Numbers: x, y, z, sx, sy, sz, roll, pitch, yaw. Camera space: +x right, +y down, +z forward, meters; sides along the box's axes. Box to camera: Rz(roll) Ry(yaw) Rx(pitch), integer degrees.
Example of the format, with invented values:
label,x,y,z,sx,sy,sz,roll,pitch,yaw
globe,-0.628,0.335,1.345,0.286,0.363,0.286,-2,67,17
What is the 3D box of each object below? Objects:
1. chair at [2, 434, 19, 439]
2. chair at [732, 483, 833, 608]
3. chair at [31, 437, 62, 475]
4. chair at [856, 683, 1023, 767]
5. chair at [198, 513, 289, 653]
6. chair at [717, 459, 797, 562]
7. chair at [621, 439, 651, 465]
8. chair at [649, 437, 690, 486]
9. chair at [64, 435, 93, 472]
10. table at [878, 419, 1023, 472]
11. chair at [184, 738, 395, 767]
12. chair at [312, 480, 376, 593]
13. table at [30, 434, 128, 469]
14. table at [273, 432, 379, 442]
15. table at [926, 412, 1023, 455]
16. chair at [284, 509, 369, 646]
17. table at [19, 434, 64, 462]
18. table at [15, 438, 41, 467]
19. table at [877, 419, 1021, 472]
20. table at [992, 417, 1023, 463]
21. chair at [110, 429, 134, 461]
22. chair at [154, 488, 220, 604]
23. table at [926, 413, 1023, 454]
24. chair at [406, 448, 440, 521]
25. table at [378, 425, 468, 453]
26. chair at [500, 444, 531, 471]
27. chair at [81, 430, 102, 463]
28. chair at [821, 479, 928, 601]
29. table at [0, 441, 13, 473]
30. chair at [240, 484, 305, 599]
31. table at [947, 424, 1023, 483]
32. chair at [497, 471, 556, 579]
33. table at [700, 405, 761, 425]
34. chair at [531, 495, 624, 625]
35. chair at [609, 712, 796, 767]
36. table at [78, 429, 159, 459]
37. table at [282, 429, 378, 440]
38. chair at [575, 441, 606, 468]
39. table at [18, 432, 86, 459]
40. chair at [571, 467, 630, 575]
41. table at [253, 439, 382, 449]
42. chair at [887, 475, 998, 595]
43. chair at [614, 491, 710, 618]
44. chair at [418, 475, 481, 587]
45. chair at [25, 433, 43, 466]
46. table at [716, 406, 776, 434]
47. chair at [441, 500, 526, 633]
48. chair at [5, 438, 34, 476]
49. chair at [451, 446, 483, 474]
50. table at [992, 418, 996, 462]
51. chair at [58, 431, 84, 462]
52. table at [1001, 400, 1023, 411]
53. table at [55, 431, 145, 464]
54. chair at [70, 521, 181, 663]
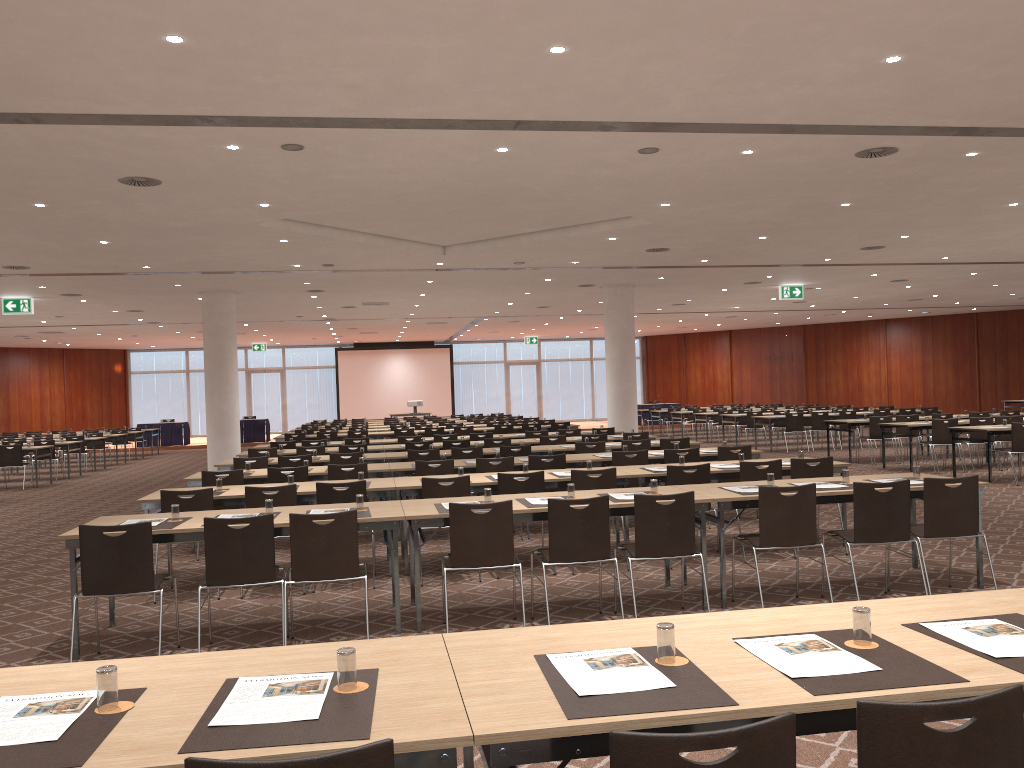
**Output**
label,x,y,z,sx,sy,sz,roll,pitch,yaw
chair,-14.436,1.903,25.676,0.535,0.939,0.614,-2,0,-7
chair,1.978,1.194,6.553,0.535,0.939,0.614,-2,0,-7
chair,-11.533,1.775,21.954,0.535,0.939,0.614,-2,0,-12
chair,1.000,1.197,2.254,0.535,0.939,0.614,-2,0,-10
chair,-1.784,1.320,5.896,0.535,0.939,0.614,-2,0,-12
chair,2.350,1.195,8.597,0.535,0.939,0.614,-2,0,-12
chair,1.722,1.246,12.590,0.535,0.939,0.614,-2,0,-11
chair,2.285,1.227,12.640,0.535,0.939,0.614,-2,0,-7
chair,-10.879,1.754,22.203,0.535,0.939,0.614,-2,0,-11
table,8.007,1.106,16.206,2.267,0.833,0.953,-2,0,-9
chair,-0.481,1.247,2.055,0.535,0.939,0.614,-2,0,-9
chair,-1.511,1.325,7.967,0.535,0.939,0.614,-2,0,-8
table,-11.969,1.862,24.598,2.267,0.833,0.953,-2,0,-9
table,-4.101,1.554,19.803,2.267,0.833,0.953,-2,0,-9
table,9.924,1.056,18.546,2.267,0.833,0.953,-2,0,-9
chair,-1.243,1.302,5.949,0.535,0.939,0.614,-2,0,-10
table,-14.530,1.963,26.207,2.267,0.833,0.953,-2,0,-9
table,-14.208,1.938,24.233,2.267,0.833,0.953,-2,0,-9
table,8.007,1.106,16.206,2.267,0.833,0.953,-2,0,-9
table,10.246,1.031,16.572,2.267,0.833,0.953,-2,0,-9
chair,-11.517,1.804,26.152,0.535,0.939,0.614,-2,0,-11
chair,-2.792,1.369,7.758,0.535,0.939,0.614,-2,0,-8
table,9.924,1.056,18.546,2.267,0.833,0.953,-2,0,-9
chair,-1.204,1.344,12.070,0.535,0.939,0.614,-2,0,-12
table,-2.184,1.504,22.142,2.267,0.833,0.953,-2,0,-9
chair,0.035,1.302,12.237,0.535,0.939,0.614,-2,0,-10
chair,-12.244,1.828,25.891,0.535,0.939,0.614,-2,0,-12
chair,2.675,1.170,6.589,0.535,0.939,0.614,-2,0,-7
table,-13.886,1.912,22.259,2.267,0.833,0.953,-2,0,-9
chair,-2.098,1.345,7.836,0.535,0.939,0.614,-2,0,-10
table,8.329,1.081,14.232,2.267,0.833,0.953,-2,0,-9
chair,0.073,1.272,8.268,0.535,0.939,0.614,-2,0,-8
table,7.751,1.227,31.869,2.267,0.833,0.953,-2,0,-9
chair,0.443,1.245,6.260,0.535,0.939,0.614,-2,0,-10
chair,0.411,1.217,2.122,0.535,0.939,0.614,-2,0,-10
table,-12.613,1.913,28.546,2.267,0.833,0.953,-2,0,-9
table,-4.423,1.579,21.777,2.267,0.833,0.953,-2,0,-9
chair,1.072,1.267,12.442,0.535,0.939,0.614,-2,0,-10
table,-14.852,1.988,28.181,2.267,0.833,0.953,-2,0,-9
chair,0.739,1.250,8.334,0.535,0.939,0.614,-2,0,-10
table,-3.538,1.509,16.349,2.267,0.833,0.953,-2,0,-9
chair,3.241,1.151,6.716,0.535,0.939,0.614,-2,0,-7
chair,1.051,1.224,6.324,0.535,0.939,0.614,-2,0,-8
chair,-0.608,1.295,8.079,0.535,0.939,0.614,-2,0,-12
chair,-13.761,1.879,25.644,0.535,0.939,0.614,-2,0,-8
table,8.072,1.202,29.895,2.267,0.833,0.953,-2,0,-9
chair,-0.216,1.268,6.195,0.535,0.939,0.614,-2,0,-7
chair,-12.165,1.797,21.934,0.535,0.939,0.614,-2,0,-10
chair,-0.628,1.325,12.207,0.535,0.939,0.614,-2,0,-11
table,10.246,1.031,16.572,2.267,0.833,0.953,-2,0,-9
chair,-12.882,1.850,25.869,0.535,0.939,0.614,-2,0,-9
table,16.376,0.893,27.198,2.267,0.833,0.953,-2,0,-9
table,-12.291,1.888,26.572,2.267,0.833,0.953,-2,0,-9
chair,-2.505,1.344,5.743,0.535,0.939,0.614,-2,0,-9
